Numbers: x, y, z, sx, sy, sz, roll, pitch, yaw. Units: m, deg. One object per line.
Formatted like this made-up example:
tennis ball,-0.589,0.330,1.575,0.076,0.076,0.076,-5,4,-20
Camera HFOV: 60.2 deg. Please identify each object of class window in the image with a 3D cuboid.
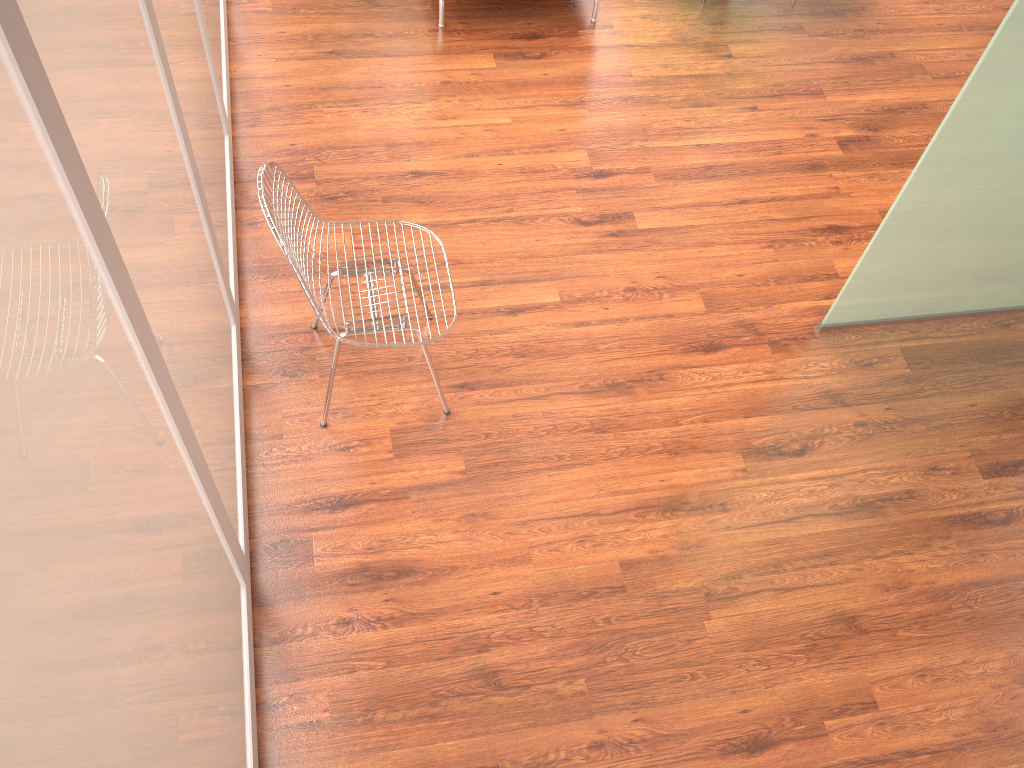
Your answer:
window,-0.866,-1.160,1.883,0.062,3.425,8.222,-7,59,-10

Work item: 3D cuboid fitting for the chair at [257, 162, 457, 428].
chair,-0.477,-0.319,2.897,0.559,0.941,0.521,-6,57,-10

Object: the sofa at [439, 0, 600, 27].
sofa,-0.084,-2.772,4.503,0.876,0.875,1.730,-6,59,-10

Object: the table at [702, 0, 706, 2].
table,1.160,-2.808,4.821,0.936,0.585,1.797,-7,59,-10
